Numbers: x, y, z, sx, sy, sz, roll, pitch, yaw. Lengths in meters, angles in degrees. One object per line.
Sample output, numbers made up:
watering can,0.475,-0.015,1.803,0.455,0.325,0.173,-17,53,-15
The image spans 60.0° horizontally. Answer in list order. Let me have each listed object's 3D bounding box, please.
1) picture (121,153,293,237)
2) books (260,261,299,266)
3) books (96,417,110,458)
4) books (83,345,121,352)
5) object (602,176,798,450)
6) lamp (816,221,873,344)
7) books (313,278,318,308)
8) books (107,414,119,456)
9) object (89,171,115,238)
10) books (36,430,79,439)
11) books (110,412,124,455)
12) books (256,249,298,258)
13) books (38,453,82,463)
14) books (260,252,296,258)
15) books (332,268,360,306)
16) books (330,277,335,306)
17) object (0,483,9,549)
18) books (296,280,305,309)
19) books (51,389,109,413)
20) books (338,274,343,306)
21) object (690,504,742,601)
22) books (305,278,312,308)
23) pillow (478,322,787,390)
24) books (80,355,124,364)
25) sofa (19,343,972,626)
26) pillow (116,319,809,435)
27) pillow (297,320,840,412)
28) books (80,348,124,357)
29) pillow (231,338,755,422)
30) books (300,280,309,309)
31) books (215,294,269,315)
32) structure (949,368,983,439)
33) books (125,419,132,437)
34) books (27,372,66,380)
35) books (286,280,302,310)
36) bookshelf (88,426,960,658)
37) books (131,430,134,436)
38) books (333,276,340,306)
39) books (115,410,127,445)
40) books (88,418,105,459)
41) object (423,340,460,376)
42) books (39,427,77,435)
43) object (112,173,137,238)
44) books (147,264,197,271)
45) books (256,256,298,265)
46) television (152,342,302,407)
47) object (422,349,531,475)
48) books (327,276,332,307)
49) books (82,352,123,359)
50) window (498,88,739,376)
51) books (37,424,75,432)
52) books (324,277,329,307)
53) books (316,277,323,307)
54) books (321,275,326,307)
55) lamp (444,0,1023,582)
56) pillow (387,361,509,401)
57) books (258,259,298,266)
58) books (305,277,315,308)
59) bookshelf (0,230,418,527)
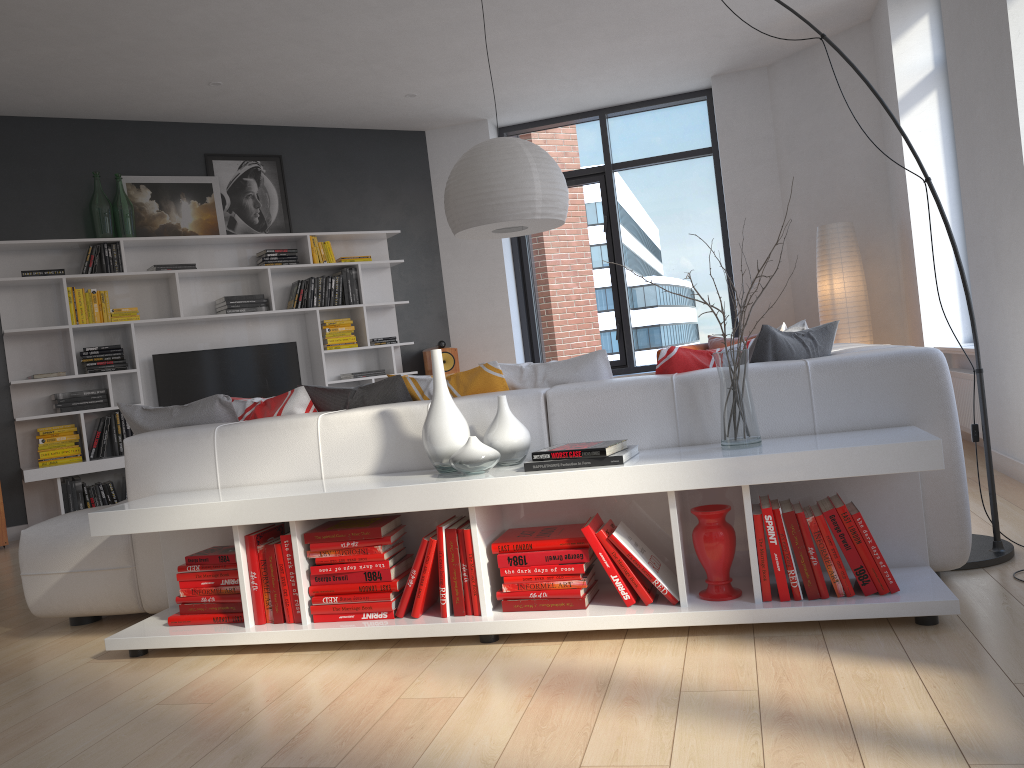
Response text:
picture,-2.390,-1.468,6.977,1.279,0.707,0.076,-8,2,-31
books,-1.872,-0.945,7.110,0.284,0.030,0.214,-8,2,-28
books,-2.947,0.382,6.395,0.100,0.289,0.210,-8,2,-32
books,-2.961,-0.255,6.411,0.246,0.026,0.180,-7,1,-23
object,0.644,-0.184,2.548,0.607,0.744,0.406,-8,2,-36
lamp,2.483,-0.394,6.271,0.502,1.550,0.804,-7,2,-26
books,-1.630,-0.728,7.221,0.068,0.243,0.179,-8,2,-32
books,-2.893,0.371,6.430,0.028,0.301,0.213,-8,2,-31
object,-2.983,-1.288,6.428,0.157,0.507,0.157,-7,1,-17
books,-3.213,0.359,6.272,0.238,0.023,0.167,-7,1,-15
books,-2.870,0.360,6.450,0.034,0.314,0.237,-8,2,-31
books,-1.887,-1.049,7.115,0.266,0.030,0.209,-8,2,-38
books,-3.191,0.518,6.258,0.269,0.025,0.213,-8,2,-28
books,-1.876,-1.023,7.108,0.246,0.026,0.180,-8,2,-28
books,-1.385,-0.797,7.407,0.128,0.321,0.259,-8,2,-31
books,-1.504,-0.747,7.286,0.071,0.243,0.179,-8,2,-32
object,-3.626,0.575,5.918,0.434,1.088,0.290,-5,2,44
books,-1.731,-0.711,7.167,0.096,0.234,0.187,-8,2,-31
books,-3.095,0.124,6.347,0.343,0.137,0.277,-8,2,-31
books,-1.451,-0.762,7.334,0.066,0.260,0.197,-8,2,-31
object,0.594,0.489,2.587,0.125,0.258,0.125,-7,1,-8
books,-1.662,-0.723,7.179,0.069,0.242,0.172,-8,2,-30
pillow,0.767,0.001,4.053,0.580,0.456,2.156,-6,2,40
books,-2.958,-0.176,6.414,0.284,0.030,0.214,-7,1,-23
sofa,0.018,0.359,4.282,3.424,0.732,2.614,-6,1,14
pillow,-0.136,0.113,3.804,2.953,0.453,0.647,-7,1,2
pillow,0.195,0.088,3.388,2.120,0.436,0.608,-7,1,10
books,-2.972,-0.226,6.435,0.284,0.030,0.214,-7,1,-23
pillow,-0.118,0.150,3.460,2.250,0.449,0.575,-7,1,11
books,-1.697,-0.715,7.172,0.081,0.233,0.169,-8,2,-32
books,-2.120,-0.612,6.963,0.343,0.137,0.277,-8,2,-36
structure,2.705,0.153,5.198,0.110,0.460,1.015,-6,1,14
books,-2.818,0.353,6.485,0.034,0.315,0.239,-8,2,-31
books,-3.263,-0.053,6.218,0.209,0.030,0.266,-8,2,-38
books,-1.757,-0.708,7.146,0.104,0.234,0.182,-8,2,-31
bookshelf,-0.072,0.523,2.782,2.600,0.500,0.356,-6,1,14
books,-2.784,0.368,6.497,0.028,0.272,0.200,-8,2,-31
books,-1.478,-0.753,7.316,0.084,0.249,0.191,-8,2,-31
books,-2.844,0.350,6.470,0.026,0.326,0.237,-8,2,-31
books,-3.000,0.392,6.384,0.142,0.284,0.232,-8,2,-31
object,-0.585,0.169,7.747,0.290,1.088,0.434,-7,1,-16
books,-3.207,0.334,6.272,0.234,0.024,0.171,-7,2,-27
object,-2.880,-1.303,6.557,0.157,0.507,0.157,-7,1,-17
books,-2.568,-0.861,6.684,0.310,0.047,0.250,-8,2,-36
books,-1.889,-0.994,7.130,0.284,0.030,0.214,-8,2,-28
television,-2.181,0.069,6.916,1.102,0.704,0.207,-8,2,-31
object,-0.144,0.078,2.837,0.316,0.398,0.319,-6,2,38
books,-1.534,-0.748,7.284,0.075,0.254,0.192,-8,2,-32
books,-2.964,-0.200,6.416,0.264,0.020,0.189,-8,2,-28
window,0.965,-1.290,8.081,1.960,2.402,0.170,-6,1,14
books,-3.231,0.312,6.287,0.234,0.024,0.171,-7,2,-27
books,-1.539,-0.739,7.250,0.069,0.242,0.172,-8,2,-30
books,-1.601,-0.737,7.244,0.084,0.249,0.191,-8,2,-31
books,-1.573,-0.745,7.263,0.066,0.260,0.197,-8,2,-31
lamp,0.879,-0.685,3.314,0.710,2.647,3.199,-8,2,-40
pillow,0.519,0.054,3.859,2.095,0.440,0.630,-8,2,-29
books,-1.878,-0.969,7.112,0.264,0.020,0.189,-8,2,-33
books,-1.657,-0.732,7.213,0.075,0.254,0.192,-8,2,-32
bookshelf,-2.138,-0.109,6.822,3.000,2.052,0.455,-8,2,-31
